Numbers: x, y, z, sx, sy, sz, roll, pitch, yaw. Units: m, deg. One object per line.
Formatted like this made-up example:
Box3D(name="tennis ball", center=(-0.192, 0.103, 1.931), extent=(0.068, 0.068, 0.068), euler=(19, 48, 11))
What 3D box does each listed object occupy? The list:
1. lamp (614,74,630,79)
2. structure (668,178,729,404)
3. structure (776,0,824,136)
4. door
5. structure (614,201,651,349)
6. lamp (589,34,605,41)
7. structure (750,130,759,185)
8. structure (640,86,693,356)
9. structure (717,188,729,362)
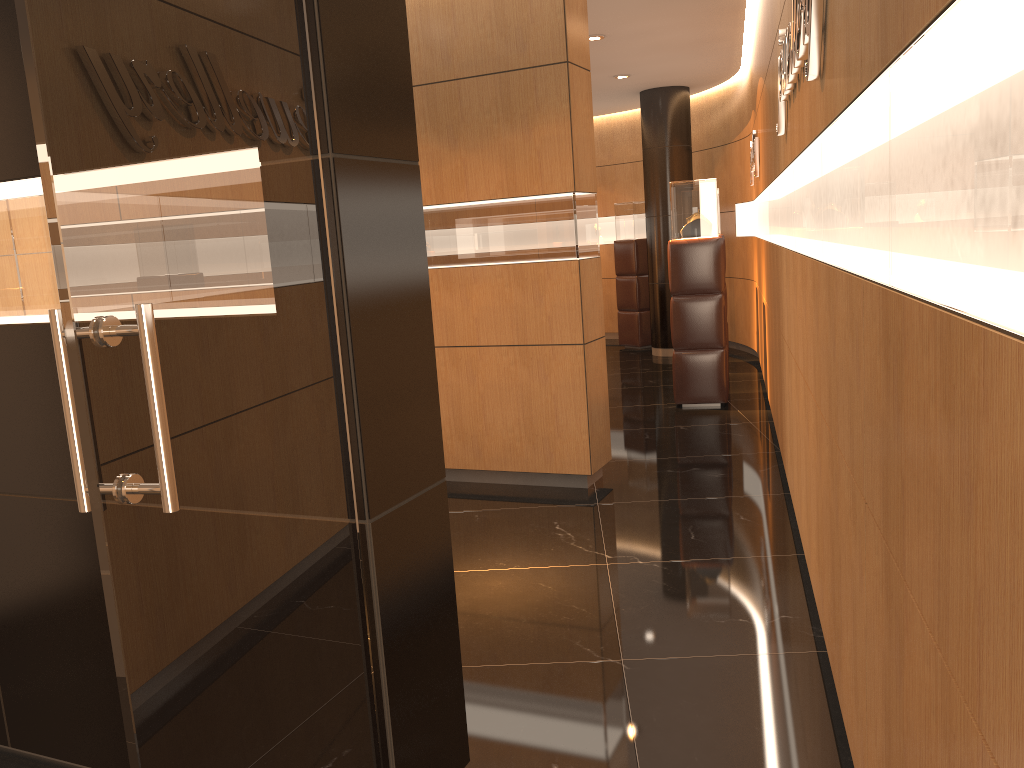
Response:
Box3D(name="lamp", center=(1.218, -3.435, 9.827), extent=(0.176, 0.068, 0.176), euler=(-3, 9, 8))
Box3D(name="structure", center=(1.677, -0.827, 8.003), extent=(0.498, 1.968, 0.484), euler=(-2, 9, 14))
Box3D(name="structure", center=(1.072, -1.266, 3.374), extent=(0.034, 0.442, 2.050), euler=(-2, 9, 14))
Box3D(name="door", center=(-0.688, -0.151, 0.878), extent=(0.098, 3.285, 2.473), euler=(-2, 9, 14))
Box3D(name="structure", center=(1.754, -1.510, 12.333), extent=(0.484, 2.000, 0.498), euler=(-10, 11, -31))
Box3D(name="lamp", center=(0.725, -3.075, 7.803), extent=(0.176, 0.068, 0.176), euler=(-3, 9, 8))
Box3D(name="structure", center=(2.361, -2.205, 8.652), extent=(0.034, 0.442, 2.050), euler=(-2, 9, 14))
Box3D(name="structure", center=(2.016, -2.093, 11.320), extent=(0.613, 3.430, 0.613), euler=(-1, 10, 18))
Box3D(name="structure", center=(2.164, -1.166, 10.000), extent=(0.498, 2.000, 0.484), euler=(-2, 9, 14))
